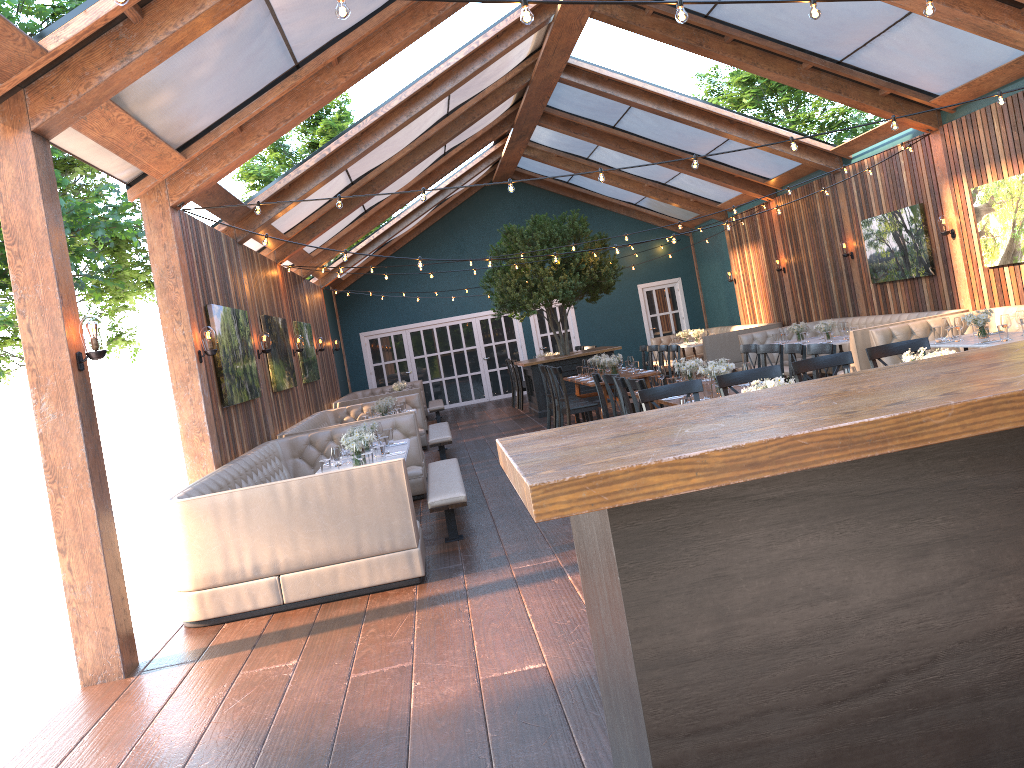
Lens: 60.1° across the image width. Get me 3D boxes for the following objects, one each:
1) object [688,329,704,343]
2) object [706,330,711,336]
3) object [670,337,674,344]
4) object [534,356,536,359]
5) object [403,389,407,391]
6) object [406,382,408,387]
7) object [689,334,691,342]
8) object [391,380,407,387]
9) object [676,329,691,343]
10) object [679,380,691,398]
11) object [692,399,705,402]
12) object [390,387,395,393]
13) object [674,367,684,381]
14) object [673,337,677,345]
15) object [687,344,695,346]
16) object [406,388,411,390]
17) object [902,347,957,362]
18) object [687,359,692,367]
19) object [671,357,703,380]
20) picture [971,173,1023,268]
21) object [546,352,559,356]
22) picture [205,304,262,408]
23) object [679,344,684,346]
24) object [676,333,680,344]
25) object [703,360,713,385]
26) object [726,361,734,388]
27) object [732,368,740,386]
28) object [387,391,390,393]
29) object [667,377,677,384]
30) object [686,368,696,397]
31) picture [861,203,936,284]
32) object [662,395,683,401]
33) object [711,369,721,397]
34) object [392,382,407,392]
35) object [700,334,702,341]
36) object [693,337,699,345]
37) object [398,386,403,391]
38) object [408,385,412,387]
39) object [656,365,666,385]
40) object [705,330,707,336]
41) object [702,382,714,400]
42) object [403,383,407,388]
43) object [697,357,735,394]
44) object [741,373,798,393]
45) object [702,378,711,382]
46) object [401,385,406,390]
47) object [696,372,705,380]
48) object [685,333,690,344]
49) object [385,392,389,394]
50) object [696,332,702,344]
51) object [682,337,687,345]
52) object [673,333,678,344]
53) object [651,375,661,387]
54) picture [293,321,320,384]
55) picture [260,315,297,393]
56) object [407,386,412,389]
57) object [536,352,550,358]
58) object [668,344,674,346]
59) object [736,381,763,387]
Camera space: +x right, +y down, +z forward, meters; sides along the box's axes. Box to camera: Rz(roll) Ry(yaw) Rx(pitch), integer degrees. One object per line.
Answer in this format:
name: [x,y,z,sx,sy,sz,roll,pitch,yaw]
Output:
object: [3.932,-1.028,18.837,0.334,0.309,0.331,-9,2,37]
object: [4.057,-0.982,18.241,0.092,0.244,0.093,-10,0,43]
object: [3.650,-0.979,20.172,0.092,0.158,0.091,-10,0,-19]
object: [0.537,-0.500,19.622,0.092,0.244,0.093,-10,0,37]
object: [-2.105,0.189,17.532,0.092,0.158,0.091,-10,0,-19]
object: [-2.314,0.075,19.389,0.092,0.244,0.093,-10,0,37]
object: [4.029,-1.041,20.092,0.092,0.158,0.091,-10,0,-19]
object: [-2.410,0.078,19.051,0.338,0.309,0.327,-11,2,-40]
object: [3.841,-1.060,19.663,0.338,0.309,0.327,-11,2,-40]
object: [1.541,0.047,7.864,0.091,0.158,0.092,-10,0,21]
object: [1.575,0.136,7.435,0.255,0.019,0.157,-10,3,-5]
object: [-2.384,0.186,17.684,0.092,0.244,0.093,-10,0,43]
object: [1.602,-0.041,8.464,0.092,0.244,0.093,-10,0,37]
object: [3.652,-0.956,19.776,0.092,0.158,0.091,-10,0,-19]
object: [3.742,-0.820,18.366,0.255,0.019,0.157,-10,3,-5]
object: [-2.084,0.161,17.946,0.092,0.158,0.091,-10,0,-19]
object: [2.626,-0.086,5.525,0.338,0.309,0.327,-11,2,-40]
object: [1.884,-0.136,9.228,0.092,0.244,0.093,-10,0,43]
object: [1.763,-0.123,8.790,0.327,0.309,0.338,-9,2,29]
picture: [5.852,-1.896,10.111,0.065,0.998,1.650,-10,2,-5]
object: [0.872,-0.522,18.408,0.328,0.309,0.337,-10,2,10]
picture: [-2.885,-0.306,9.260,0.065,0.998,1.650,-10,2,-5]
object: [3.665,-0.852,19.158,0.255,0.019,0.157,-10,3,-5]
object: [3.725,-1.017,19.849,0.092,0.244,0.093,-10,0,37]
object: [1.918,-0.108,8.639,0.092,0.244,0.093,-10,0,37]
object: [1.983,-0.090,8.129,0.092,0.244,0.093,-10,0,37]
object: [2.068,-0.067,8.216,0.091,0.158,0.092,-10,0,21]
object: [-2.544,0.217,18.379,0.092,0.158,0.091,-10,0,-19]
object: [1.530,0.020,8.390,0.091,0.158,0.092,-10,0,21]
object: [1.613,-0.014,7.938,0.092,0.244,0.093,-10,0,37]
picture: [5.586,-2.009,12.888,0.065,0.998,1.650,-10,2,-5]
object: [1.490,0.117,8.017,0.255,0.019,0.157,-10,3,-5]
object: [1.709,0.002,7.361,0.092,0.244,0.093,-10,0,37]
object: [-2.319,0.110,18.224,0.334,0.309,0.331,-9,2,37]
object: [4.103,-1.008,19.295,0.092,0.158,0.091,-10,0,-19]
object: [3.793,-0.891,18.213,0.092,0.158,0.091,-10,0,-19]
object: [-2.216,0.159,17.629,0.092,0.244,0.093,-10,0,43]
object: [-2.237,0.099,19.479,0.092,0.158,0.091,-10,0,-19]
object: [1.534,-0.065,9.065,0.092,0.244,0.093,-10,0,43]
object: [4.085,-1.001,18.475,0.092,0.244,0.093,-10,0,43]
object: [1.614,0.067,7.289,0.091,0.158,0.092,-10,0,21]
object: [-2.255,0.110,18.599,0.092,0.244,0.093,-10,0,43]
object: [1.812,-0.071,7.739,0.331,0.309,0.334,-11,2,-38]
object: [1.592,0.101,5.442,0.334,0.309,0.331,-9,2,28]
object: [2.058,-0.049,9.166,0.255,0.019,0.157,-10,3,-5]
object: [-2.180,0.139,17.872,0.092,0.244,0.093,-10,0,43]
object: [1.983,-0.116,9.320,0.091,0.158,0.092,-10,0,31]
object: [3.789,-0.984,19.079,0.092,0.244,0.093,-10,0,43]
object: [-2.470,0.250,17.587,0.092,0.158,0.091,-10,0,-19]
object: [3.866,-0.951,18.286,0.092,0.244,0.093,-10,0,43]
object: [3.716,-0.923,19.005,0.092,0.158,0.091,-10,0,-19]
object: [3.715,-1.029,20.091,0.092,0.244,0.093,-10,0,37]
object: [1.463,-0.004,8.974,0.091,0.158,0.092,-10,1,41]
picture: [-3.412,-0.531,14.767,0.065,0.998,1.650,-10,2,-5]
picture: [-3.151,-0.419,12.038,0.065,0.998,1.650,-10,2,-5]
object: [-2.156,0.130,18.698,0.092,0.158,0.091,-10,0,-19]
object: [0.710,-0.552,19.429,0.329,0.309,0.336,-10,2,-7]
object: [3.601,-0.885,19.929,0.255,0.019,0.157,-10,3,-5]
object: [2.160,-0.003,8.049,0.255,0.019,0.157,-10,3,-5]
